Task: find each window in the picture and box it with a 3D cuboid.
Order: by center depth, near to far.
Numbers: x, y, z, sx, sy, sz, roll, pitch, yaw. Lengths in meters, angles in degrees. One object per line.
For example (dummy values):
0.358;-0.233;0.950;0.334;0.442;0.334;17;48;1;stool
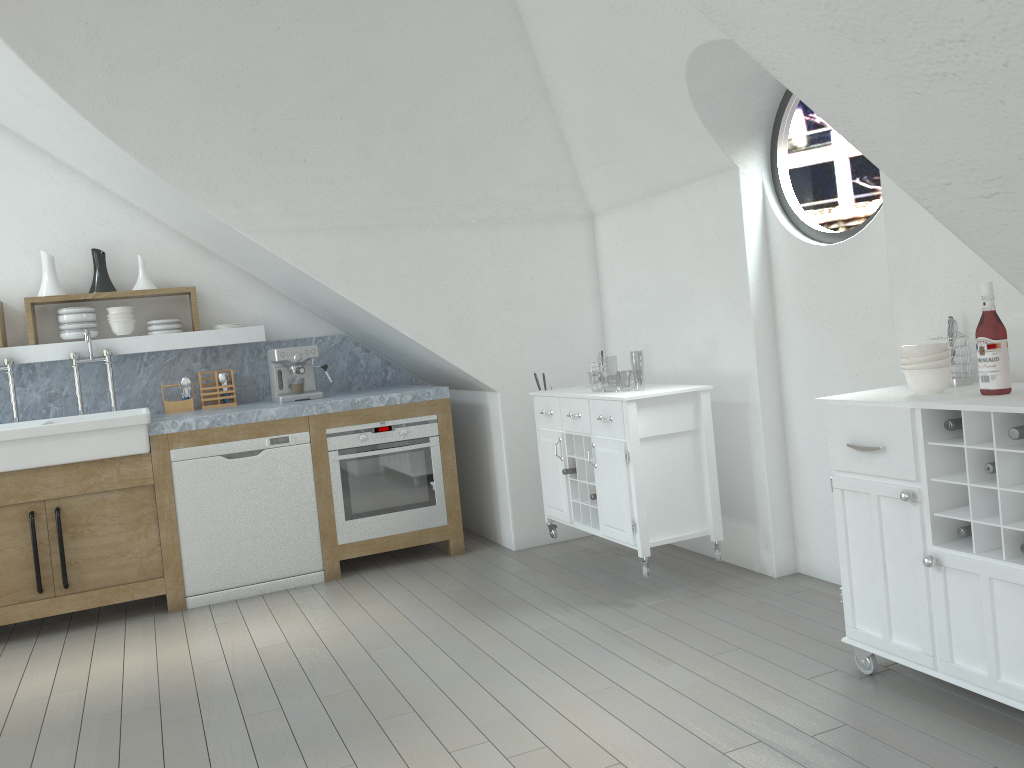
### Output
1.370;-0.992;3.708;0.060;0.899;0.900;-6;2;-23;window

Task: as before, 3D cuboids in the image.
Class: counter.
-3.448;0.119;4.270;6.583;0.619;0.961;-7;3;-23;counter

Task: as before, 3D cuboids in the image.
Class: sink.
-2.390;0.294;4.531;1.022;0.202;0.727;-7;3;-23;sink

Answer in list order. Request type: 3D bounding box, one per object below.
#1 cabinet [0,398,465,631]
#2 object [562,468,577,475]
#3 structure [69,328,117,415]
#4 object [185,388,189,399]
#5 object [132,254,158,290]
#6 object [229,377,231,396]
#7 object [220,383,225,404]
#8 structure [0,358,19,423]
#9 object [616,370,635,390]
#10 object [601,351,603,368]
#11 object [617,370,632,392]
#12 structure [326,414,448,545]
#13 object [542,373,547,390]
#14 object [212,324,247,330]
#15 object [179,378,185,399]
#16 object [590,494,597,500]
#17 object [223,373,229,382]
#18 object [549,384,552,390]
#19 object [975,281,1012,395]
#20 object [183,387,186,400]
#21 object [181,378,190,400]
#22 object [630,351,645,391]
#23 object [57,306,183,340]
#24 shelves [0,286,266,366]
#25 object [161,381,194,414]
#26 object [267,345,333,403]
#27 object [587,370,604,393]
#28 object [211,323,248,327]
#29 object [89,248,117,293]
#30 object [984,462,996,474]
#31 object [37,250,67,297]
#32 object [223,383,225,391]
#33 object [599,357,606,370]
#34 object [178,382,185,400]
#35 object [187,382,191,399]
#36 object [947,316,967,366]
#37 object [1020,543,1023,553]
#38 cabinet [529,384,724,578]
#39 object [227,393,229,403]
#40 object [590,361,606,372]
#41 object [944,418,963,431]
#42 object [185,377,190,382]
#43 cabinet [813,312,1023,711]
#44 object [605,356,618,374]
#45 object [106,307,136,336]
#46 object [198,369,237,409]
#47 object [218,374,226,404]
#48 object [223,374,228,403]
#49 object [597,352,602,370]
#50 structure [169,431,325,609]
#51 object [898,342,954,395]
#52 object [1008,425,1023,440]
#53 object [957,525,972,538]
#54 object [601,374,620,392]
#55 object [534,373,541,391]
-3.426;0.943;4.243;6.436;1.021;1.003;-7;3;-23;cabinet
0.398;0.422;4.429;0.317;0.085;0.082;-7;3;-22;object
-2.272;-0.041;4.891;0.214;0.529;0.332;-7;3;-42;structure
-1.915;0.060;5.223;0.018;0.196;0.023;-7;2;-28;object
-2.175;-0.655;5.222;0.156;0.218;0.156;-8;3;-41;object
-1.706;0.041;5.348;0.019;0.178;0.044;-4;2;45;object
-1.744;0.045;5.345;0.019;0.178;0.044;-6;2;-25;object
-2.719;0.014;4.702;0.214;0.529;0.332;-7;3;-42;structure
0.560;-0.018;4.272;0.093;0.093;0.094;-7;3;-35;object
0.470;-0.090;4.756;0.054;0.175;0.039;-6;2;-23;object
0.535;-0.013;4.184;0.071;0.098;0.071;-6;2;0;object
-0.798;0.517;5.180;0.633;0.636;0.631;-7;3;-23;structure
0.193;0.071;4.812;0.029;0.268;0.088;-6;2;4;object
-1.717;-0.339;5.395;0.214;0.025;0.213;-8;4;-35;object
-1.937;0.062;5.226;0.022;0.196;0.019;-7;2;-35;object
0.520;0.522;4.263;0.317;0.083;0.082;-7;3;-23;object
-1.734;0.031;5.355;0.040;0.192;0.042;-5;2;26;object
0.222;0.128;4.833;0.038;0.262;0.038;-5;2;10;object
1.398;-0.134;2.585;0.081;0.329;0.081;-7;2;-27;object
-1.932;0.061;5.235;0.018;0.196;0.020;-6;2;-13;object
-1.907;0.057;5.205;0.040;0.192;0.042;-5;2;14;object
0.590;-0.060;4.142;0.063;0.187;0.063;-7;2;-38;object
-2.267;-0.361;5.151;0.657;0.196;0.198;-7;3;-23;object
-4.080;-0.624;4.256;5.558;1.360;0.479;-7;2;-28;shelves
-1.970;0.079;5.233;0.173;0.171;0.100;-7;2;-21;object
-1.234;-0.061;5.214;0.325;0.320;0.386;-7;3;-23;object
0.410;-0.010;4.298;0.082;0.105;0.082;-6;2;-10;object
-1.718;-0.348;5.395;0.214;0.025;0.213;-8;4;-35;object
-2.379;-0.654;5.125;0.156;0.268;0.156;-6;2;-18;object
1.451;0.213;2.483;0.331;0.085;0.085;-7;3;-23;object
-2.621;-0.625;5.026;0.156;0.268;0.156;-7;2;-34;object
-1.730;0.035;5.336;0.018;0.196;0.023;-6;2;-15;object
0.478;-0.075;4.747;0.029;0.136;0.097;-6;2;-19;object
-1.934;0.072;5.207;0.019;0.178;0.044;-5;2;32;object
-1.898;0.068;5.217;0.020;0.178;0.044;-7;2;-38;object
1.460;-0.121;2.955;0.065;0.209;0.115;-6;2;-20;object
1.501;0.412;2.390;0.359;0.081;0.081;-7;3;-25;object
0.513;0.420;4.400;0.497;0.788;1.134;-7;3;-23;cabinet
-1.709;0.033;5.328;0.022;0.196;0.019;-6;2;-22;object
0.473;-0.055;4.745;0.067;0.137;0.101;-6;2;-23;object
1.395;0.102;2.570;0.359;0.094;0.092;-7;3;-22;object
-1.926;0.056;5.250;0.040;0.192;0.042;-5;2;15;object
1.508;0.361;2.512;0.610;1.153;1.242;-6;3;-23;cabinet
0.488;-0.051;4.303;0.048;0.169;0.048;-7;2;-35;object
-2.258;-0.363;5.130;0.158;0.160;0.154;-5;2;5;object
-1.773;0.029;5.329;0.200;0.223;0.104;-7;2;-23;object
-1.726;0.033;5.307;0.040;0.192;0.042;-5;2;27;object
-1.716;0.034;5.320;0.018;0.196;0.020;-6;2;-1;object
0.469;-0.086;4.720;0.024;0.164;0.039;-6;2;-10;object
-1.482;0.697;4.892;0.725;0.822;0.598;-7;2;-23;structure
1.299;-0.049;2.778;0.158;0.160;0.154;-5;2;5;object
1.468;0.110;2.376;0.360;0.084;0.087;-7;3;-23;object
1.440;0.406;2.552;0.331;0.085;0.156;-7;3;-22;object
0.475;-0.004;4.240;0.077;0.085;0.077;-7;3;-35;object
0.171;0.070;4.863;0.088;0.268;0.029;-4;2;40;object
